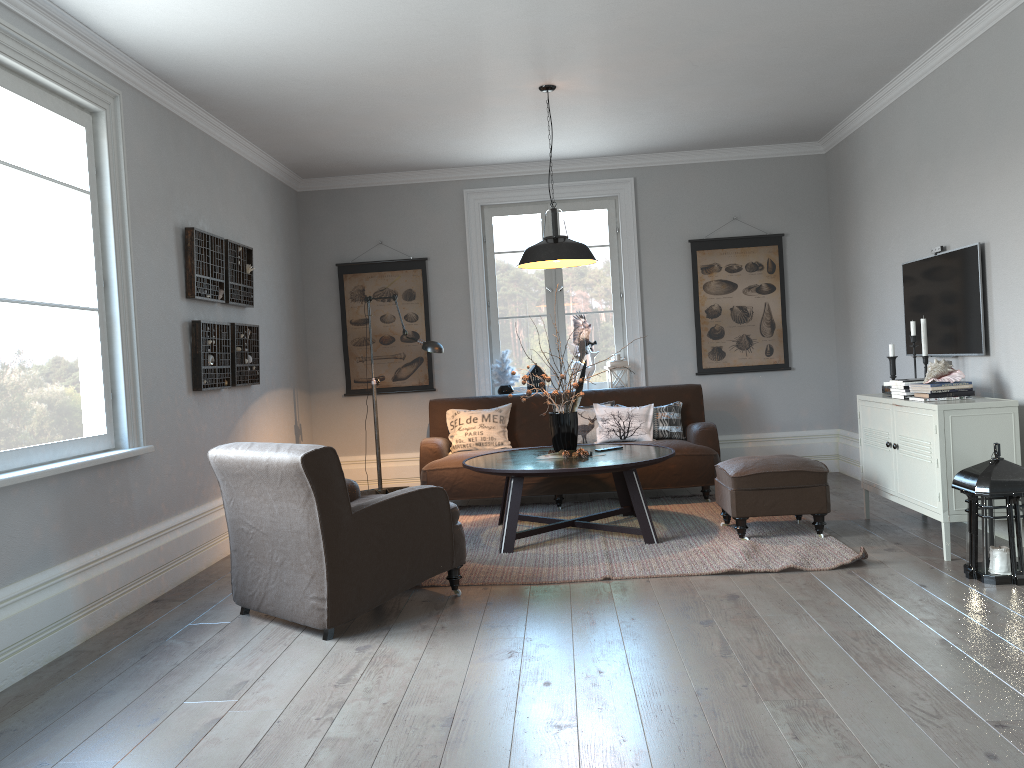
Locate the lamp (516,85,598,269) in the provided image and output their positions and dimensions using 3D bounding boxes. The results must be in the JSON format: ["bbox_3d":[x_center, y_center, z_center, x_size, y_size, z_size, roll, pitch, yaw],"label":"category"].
[{"bbox_3d":[0.243,-1.268,5.411,0.504,1.075,0.504,-5,2,-39],"label":"lamp"}]

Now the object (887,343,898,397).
[{"bbox_3d":[2.176,-0.080,5.066,0.083,0.311,0.083,-4,1,-19],"label":"object"}]

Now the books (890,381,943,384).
[{"bbox_3d":[2.234,-0.014,4.847,0.260,0.010,0.196,-3,2,1],"label":"books"}]

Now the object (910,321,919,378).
[{"bbox_3d":[2.260,-0.145,4.977,0.092,0.431,0.092,-4,1,-37],"label":"object"}]

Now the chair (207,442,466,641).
[{"bbox_3d":[-0.765,0.635,4.141,0.807,0.795,0.970,-2,2,44],"label":"chair"}]

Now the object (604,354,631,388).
[{"bbox_3d":[0.885,-0.093,7.408,0.193,0.322,0.193,-4,1,-3],"label":"object"}]

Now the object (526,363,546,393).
[{"bbox_3d":[0.201,-0.034,7.467,0.155,0.284,0.155,-4,1,-7],"label":"object"}]

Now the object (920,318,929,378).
[{"bbox_3d":[2.347,-0.163,5.035,0.066,0.457,0.066,-4,1,-29],"label":"object"}]

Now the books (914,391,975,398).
[{"bbox_3d":[2.247,0.051,4.617,0.238,0.027,0.175,-4,2,0],"label":"books"}]

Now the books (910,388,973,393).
[{"bbox_3d":[2.232,0.032,4.616,0.235,0.014,0.184,-4,2,-8],"label":"books"}]

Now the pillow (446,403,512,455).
[{"bbox_3d":[-0.252,0.349,6.815,0.519,0.368,0.240,-3,1,3],"label":"pillow"}]

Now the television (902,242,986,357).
[{"bbox_3d":[2.561,-0.488,5.289,0.041,0.657,1.063,-3,1,3],"label":"television"}]

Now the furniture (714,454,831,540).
[{"bbox_3d":[1.502,0.643,5.138,0.583,0.440,0.574,-3,1,3],"label":"furniture"}]

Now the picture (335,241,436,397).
[{"bbox_3d":[-1.081,-0.571,7.567,0.793,1.313,0.057,-3,1,3],"label":"picture"}]

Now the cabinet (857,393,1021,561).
[{"bbox_3d":[2.271,0.450,4.829,0.408,0.757,1.152,-3,1,3],"label":"cabinet"}]

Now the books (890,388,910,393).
[{"bbox_3d":[2.246,0.027,4.853,0.271,0.016,0.222,-3,2,3],"label":"books"}]

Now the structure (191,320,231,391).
[{"bbox_3d":[-1.829,-0.173,5.421,0.086,0.416,0.468,-3,1,3],"label":"structure"}]

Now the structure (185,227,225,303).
[{"bbox_3d":[-1.876,-0.713,5.404,0.099,0.416,0.468,-3,1,3],"label":"structure"}]

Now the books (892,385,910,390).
[{"bbox_3d":[2.236,0.010,4.850,0.251,0.019,0.200,-3,2,5],"label":"books"}]

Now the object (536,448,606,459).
[{"bbox_3d":[0.353,0.416,5.354,0.404,0.067,0.153,-3,2,21],"label":"object"}]

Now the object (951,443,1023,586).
[{"bbox_3d":[2.170,0.559,3.942,0.323,0.599,0.323,-3,1,3],"label":"object"}]

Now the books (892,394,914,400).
[{"bbox_3d":[2.248,0.061,4.852,0.271,0.022,0.200,-3,2,5],"label":"books"}]

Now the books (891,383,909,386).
[{"bbox_3d":[2.239,-0.005,4.846,0.265,0.010,0.196,-3,2,3],"label":"books"}]

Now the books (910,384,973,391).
[{"bbox_3d":[2.227,0.017,4.610,0.235,0.017,0.184,-4,2,-10],"label":"books"}]

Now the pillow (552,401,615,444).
[{"bbox_3d":[0.552,0.314,6.733,0.472,0.347,0.159,-3,1,1],"label":"pillow"}]

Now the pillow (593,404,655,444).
[{"bbox_3d":[0.839,0.290,6.642,0.471,0.309,0.188,-3,1,4],"label":"pillow"}]

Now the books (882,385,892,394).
[{"bbox_3d":[2.347,0.030,5.238,0.218,0.049,0.276,-3,2,3],"label":"books"}]

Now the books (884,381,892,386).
[{"bbox_3d":[2.340,-0.006,5.263,0.161,0.024,0.199,-5,2,-42],"label":"books"}]

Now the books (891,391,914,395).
[{"bbox_3d":[2.238,0.043,4.845,0.253,0.016,0.200,-3,2,1],"label":"books"}]

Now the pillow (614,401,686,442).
[{"bbox_3d":[1.046,0.287,6.743,0.542,0.288,0.183,-3,1,4],"label":"pillow"}]

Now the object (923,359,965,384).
[{"bbox_3d":[2.227,-0.069,4.620,0.194,0.127,0.192,-4,1,-4],"label":"object"}]

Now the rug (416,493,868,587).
[{"bbox_3d":[0.402,0.881,5.490,2.818,0.090,2.400,-3,2,4],"label":"rug"}]

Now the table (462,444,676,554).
[{"bbox_3d":[0.359,0.689,5.452,1.300,0.503,1.300,-4,1,-4],"label":"table"}]

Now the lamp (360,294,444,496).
[{"bbox_3d":[-1.090,0.167,6.780,1.863,1.644,0.797,-2,2,41],"label":"lamp"}]

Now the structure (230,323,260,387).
[{"bbox_3d":[-1.801,-0.197,5.970,0.086,0.416,0.468,-3,1,3],"label":"structure"}]

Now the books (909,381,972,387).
[{"bbox_3d":[2.226,0.001,4.615,0.235,0.014,0.184,-4,2,-10],"label":"books"}]

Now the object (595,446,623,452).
[{"bbox_3d":[0.620,0.413,5.655,0.207,0.011,0.051,-5,2,-37],"label":"object"}]

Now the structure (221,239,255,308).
[{"bbox_3d":[-1.825,-0.732,5.938,0.105,0.416,0.468,-3,1,3],"label":"structure"}]

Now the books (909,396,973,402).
[{"bbox_3d":[2.232,0.073,4.625,0.243,0.014,0.196,-3,2,3],"label":"books"}]

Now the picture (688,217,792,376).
[{"bbox_3d":[1.896,-0.749,7.410,0.793,1.313,0.057,-3,1,3],"label":"picture"}]

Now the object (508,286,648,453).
[{"bbox_3d":[0.413,-0.094,5.365,0.853,1.066,0.525,-4,1,-26],"label":"object"}]

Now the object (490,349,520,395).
[{"bbox_3d":[-0.075,-0.088,7.472,0.262,0.424,0.248,-2,2,39],"label":"object"}]

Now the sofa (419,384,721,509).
[{"bbox_3d":[0.418,0.480,6.675,2.165,0.824,0.969,-3,1,3],"label":"sofa"}]

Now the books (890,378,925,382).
[{"bbox_3d":[2.236,-0.023,4.854,0.263,0.008,0.212,-3,2,4],"label":"books"}]

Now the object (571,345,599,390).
[{"bbox_3d":[0.614,-0.120,7.364,0.239,0.410,0.128,-4,1,-1],"label":"object"}]
